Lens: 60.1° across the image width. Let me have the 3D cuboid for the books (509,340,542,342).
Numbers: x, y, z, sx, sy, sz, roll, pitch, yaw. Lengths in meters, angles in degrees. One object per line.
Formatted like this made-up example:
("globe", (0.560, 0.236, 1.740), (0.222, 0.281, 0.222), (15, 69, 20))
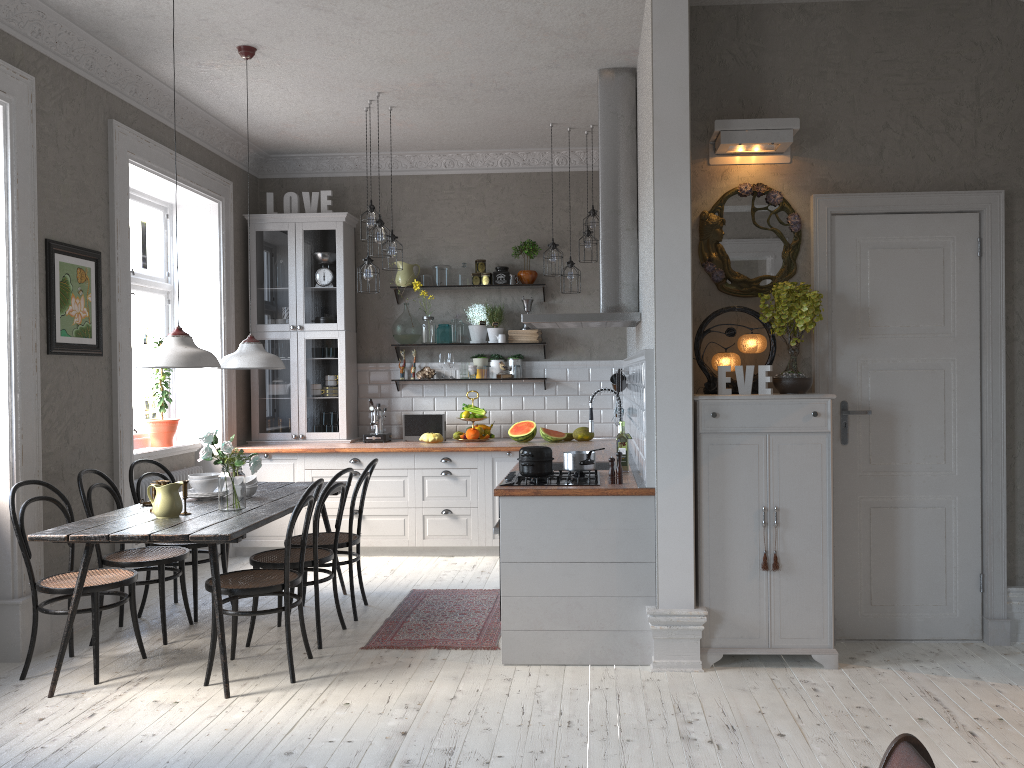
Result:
("books", (0.112, -0.366, 7.537), (0.259, 0.011, 0.159), (-1, 1, 9))

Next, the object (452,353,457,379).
("object", (-0.511, -0.152, 7.573), (0.082, 0.217, 0.081), (-1, 1, -10))

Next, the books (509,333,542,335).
("books", (0.111, -0.420, 7.537), (0.259, 0.011, 0.159), (-1, 1, 9))

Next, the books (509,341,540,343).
("books", (0.112, -0.354, 7.537), (0.260, 0.011, 0.158), (-1, 1, 6))

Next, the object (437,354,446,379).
("object", (-0.597, -0.151, 7.582), (0.082, 0.217, 0.081), (-1, 1, -10))

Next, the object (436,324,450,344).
("object", (-0.584, -0.426, 7.596), (0.125, 0.172, 0.127), (-1, 1, 8))

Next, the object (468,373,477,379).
("object", (-0.329, -0.071, 7.465), (0.077, 0.051, 0.077), (-1, 1, -3))

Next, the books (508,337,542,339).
("books", (0.112, -0.387, 7.537), (0.259, 0.016, 0.159), (-1, 1, 13))

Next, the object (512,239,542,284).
("object", (0.142, -1.029, 7.496), (0.256, 0.397, 0.245), (0, 1, 29))

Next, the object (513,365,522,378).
("object", (0.047, -0.104, 7.474), (0.078, 0.108, 0.077), (-1, 1, -2))

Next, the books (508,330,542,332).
("books", (0.111, -0.452, 7.536), (0.259, 0.011, 0.159), (-1, 1, 9))

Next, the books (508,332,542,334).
("books", (0.111, -0.430, 7.537), (0.258, 0.016, 0.159), (-1, 1, 16))

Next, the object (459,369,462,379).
("object", (-0.417, -0.087, 7.588), (0.076, 0.083, 0.079), (0, 1, 22))

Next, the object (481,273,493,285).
("object", (-0.211, -0.883, 7.512), (0.082, 0.113, 0.083), (-1, 1, 14))

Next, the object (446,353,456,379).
("object", (-0.516, -0.151, 7.484), (0.082, 0.217, 0.081), (-1, 1, -10))

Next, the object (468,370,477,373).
("object", (-0.330, -0.088, 7.464), (0.077, 0.051, 0.077), (-1, 1, -3))

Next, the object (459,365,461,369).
("object", (-0.417, -0.120, 7.587), (0.076, 0.083, 0.079), (0, 1, 22))

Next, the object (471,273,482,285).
("object", (-0.298, -0.882, 7.520), (0.082, 0.113, 0.083), (-1, 1, 4))

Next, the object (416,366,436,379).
("object", (-0.735, -0.095, 7.549), (0.179, 0.111, 0.095), (-1, 1, -19))

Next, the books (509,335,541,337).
("books", (0.111, -0.409, 7.537), (0.260, 0.011, 0.158), (-1, 1, 6))

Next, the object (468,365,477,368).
("object", (-0.330, -0.131, 7.464), (0.078, 0.051, 0.076), (-1, 1, -10))

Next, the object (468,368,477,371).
("object", (-0.330, -0.105, 7.464), (0.076, 0.051, 0.078), (0, 1, 23))

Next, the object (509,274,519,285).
("object", (0.018, -0.877, 7.452), (0.093, 0.096, 0.075), (-1, 1, 4))

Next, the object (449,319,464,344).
("object", (-0.469, -0.442, 7.500), (0.123, 0.206, 0.127), (0, 1, 27))

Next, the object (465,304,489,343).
("object", (-0.275, -0.521, 7.579), (0.241, 0.354, 0.238), (0, 1, 22))

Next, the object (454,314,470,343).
("object", (-0.432, -0.473, 7.649), (0.130, 0.264, 0.132), (-1, 1, 10))

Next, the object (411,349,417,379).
("object", (-0.837, -0.169, 7.579), (0.052, 0.264, 0.063), (0, 1, 40))

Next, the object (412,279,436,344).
("object", (-0.740, -0.608, 7.458), (0.192, 0.540, 0.280), (-1, 1, -4))

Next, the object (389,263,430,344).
("object", (-0.911, -0.675, 7.510), (0.340, 0.674, 0.332), (-1, 1, -27))

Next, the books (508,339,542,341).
("books", (0.112, -0.376, 7.537), (0.258, 0.016, 0.159), (-1, 1, 16))

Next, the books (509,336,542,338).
("books", (0.111, -0.398, 7.537), (0.259, 0.011, 0.159), (-1, 1, 9))

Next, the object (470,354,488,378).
("object", (-0.283, -0.156, 7.588), (0.158, 0.217, 0.154), (-1, 1, -16))

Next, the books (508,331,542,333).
("books", (0.111, -0.441, 7.537), (0.259, 0.016, 0.159), (-1, 1, 13))

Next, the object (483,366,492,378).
("object", (-0.210, -0.102, 7.513), (0.078, 0.108, 0.077), (-1, 1, -2))

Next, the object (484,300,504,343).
("object", (-0.148, -0.534, 7.520), (0.188, 0.380, 0.166), (-1, 1, -35))

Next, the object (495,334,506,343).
("object", (-0.086, -0.381, 7.455), (0.104, 0.071, 0.064), (0, 1, 34))

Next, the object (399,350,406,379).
("object", (-0.940, -0.168, 7.600), (0.054, 0.264, 0.060), (-1, 1, -25))

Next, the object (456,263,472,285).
("object", (-0.409, -0.934, 7.627), (0.143, 0.220, 0.137), (-1, 1, -36))

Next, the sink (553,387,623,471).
("sink", (0.412, 0.379, 5.269), (0.527, 0.720, 0.487), (-1, 1, 4))

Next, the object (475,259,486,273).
("object", (-0.267, -0.994, 7.505), (0.084, 0.113, 0.082), (-1, 1, -16))

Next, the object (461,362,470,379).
("object", (-0.394, -0.114, 7.511), (0.080, 0.139, 0.077), (-1, 1, -23))

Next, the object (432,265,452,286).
("object", (-0.596, -0.914, 7.542), (0.168, 0.184, 0.176), (0, 1, 43))

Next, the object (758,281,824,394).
("object", (1.387, -0.229, 4.348), (0.291, 0.553, 0.347), (0, 1, 38))

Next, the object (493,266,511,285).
("object", (-0.085, -0.915, 7.555), (0.141, 0.174, 0.142), (-1, 1, 4))
